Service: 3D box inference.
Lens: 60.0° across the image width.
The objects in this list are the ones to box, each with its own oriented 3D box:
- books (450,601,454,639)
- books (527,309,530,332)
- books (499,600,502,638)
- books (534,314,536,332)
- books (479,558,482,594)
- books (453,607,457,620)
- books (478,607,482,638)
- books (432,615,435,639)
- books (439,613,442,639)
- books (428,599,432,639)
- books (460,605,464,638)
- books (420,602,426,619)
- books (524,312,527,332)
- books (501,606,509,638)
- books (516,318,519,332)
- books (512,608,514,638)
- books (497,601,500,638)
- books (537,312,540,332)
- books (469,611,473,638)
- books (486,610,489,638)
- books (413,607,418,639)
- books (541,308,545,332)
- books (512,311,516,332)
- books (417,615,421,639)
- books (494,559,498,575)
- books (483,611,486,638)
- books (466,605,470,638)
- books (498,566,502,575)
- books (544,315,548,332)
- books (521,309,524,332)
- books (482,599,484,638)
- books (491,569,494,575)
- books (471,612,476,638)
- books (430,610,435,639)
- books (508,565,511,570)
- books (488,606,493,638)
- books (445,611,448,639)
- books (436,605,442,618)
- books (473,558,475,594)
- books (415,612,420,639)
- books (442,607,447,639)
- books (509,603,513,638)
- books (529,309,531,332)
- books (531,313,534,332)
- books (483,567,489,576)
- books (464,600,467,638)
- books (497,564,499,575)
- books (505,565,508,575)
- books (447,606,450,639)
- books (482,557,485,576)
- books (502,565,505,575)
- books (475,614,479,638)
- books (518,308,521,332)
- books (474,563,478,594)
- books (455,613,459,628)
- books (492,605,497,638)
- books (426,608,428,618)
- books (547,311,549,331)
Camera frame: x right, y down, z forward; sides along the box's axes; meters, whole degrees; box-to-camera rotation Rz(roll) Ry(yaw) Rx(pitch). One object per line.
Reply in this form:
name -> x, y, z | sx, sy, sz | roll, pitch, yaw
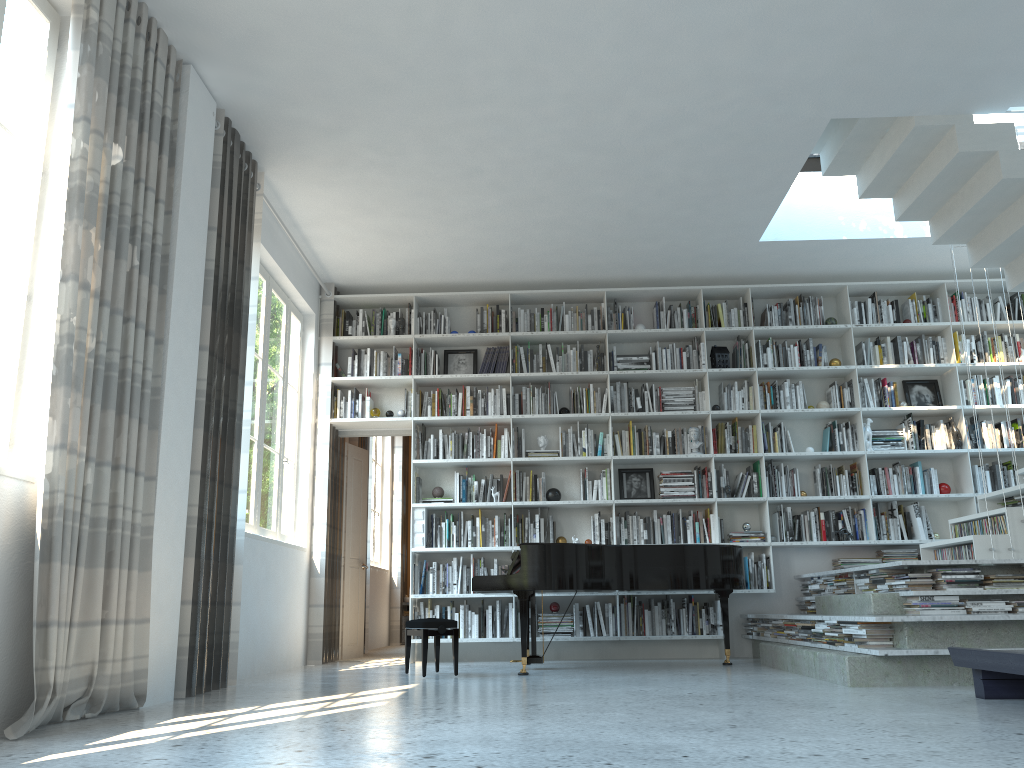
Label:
books -> -0.494, 1.946, 7.330 | 0.013, 0.299, 0.184 | -1, -14, 2
books -> 0.146, -0.521, 7.919 | 0.023, 0.250, 0.171 | -1, -14, 2
books -> -0.095, 1.935, 7.317 | 0.012, 0.303, 0.166 | -1, -14, 2
books -> 0.207, -0.502, 7.909 | 0.014, 0.207, 0.167 | -1, -14, 2
books -> -0.258, 1.610, 7.417 | 0.022, 0.290, 0.138 | -1, -14, 2
books -> -0.475, 1.977, 7.344 | 0.022, 0.246, 0.135 | -1, -14, 2
books -> -0.259, 1.967, 7.309 | 0.023, 0.243, 0.188 | -1, -14, 2
books -> -0.639, 2.008, 7.333 | 0.022, 0.185, 0.145 | -1, -14, 2
books -> -0.581, 1.998, 7.337 | 0.022, 0.205, 0.159 | -1, -14, 2
books -> -0.678, 1.944, 7.349 | 0.011, 0.317, 0.158 | -1, -14, 2
books -> -0.405, 1.961, 7.324 | 0.031, 0.265, 0.187 | -1, -14, 2
books -> -0.729, 1.957, 7.343 | 0.044, 0.293, 0.181 | -1, -14, 2
books -> 0.123, -0.506, 7.913 | 0.023, 0.219, 0.182 | -1, -14, 2
books -> -0.055, 1.963, 7.332 | 0.065, 0.255, 0.156 | -1, -14, 2
books -> 0.048, -0.483, 7.924 | 0.024, 0.182, 0.133 | -1, -14, 2
books -> 0.012, 1.963, 7.288 | 0.017, 0.232, 0.213 | -1, -14, 2
books -> -0.111, 1.940, 7.319 | 0.021, 0.295, 0.188 | -1, -14, 2
books -> 0.237, -0.509, 7.938 | 0.025, 0.234, 0.130 | -1, -14, 2
books -> -0.340, 1.983, 7.316 | 0.021, 0.217, 0.191 | -1, -14, 2
books -> -0.199, 1.979, 7.322 | 0.022, 0.224, 0.141 | -1, -14, 2
books -> -0.802, 1.980, 7.352 | 0.012, 0.253, 0.161 | -1, -14, 2
books -> 0.275, -0.528, 7.932 | 0.028, 0.267, 0.152 | -1, -14, 2
books -> 0.020, -0.513, 7.917 | 0.029, 0.237, 0.156 | -1, -14, 2
books -> -0.759, 2.004, 7.317 | 0.029, 0.190, 0.177 | -1, -14, 2
books -> -0.133, 1.610, 7.419 | 0.025, 0.287, 0.131 | -1, -14, 2
books -> -0.221, 1.988, 7.333 | 0.024, 0.213, 0.137 | -1, -14, 2
books -> -0.363, 1.960, 7.323 | 0.025, 0.265, 0.160 | -1, -14, 2
books -> -0.094, 1.641, 7.419 | 0.030, 0.226, 0.140 | -1, -14, 2
books -> 0.304, -0.499, 7.915 | 0.030, 0.201, 0.152 | -1, -14, 2
books -> 0.096, -0.521, 7.922 | 0.031, 0.254, 0.146 | -1, -14, 2
books -> -0.240, 1.942, 7.346 | 0.013, 0.309, 0.131 | -1, -14, 2
books -> -0.159, 1.654, 7.418 | 0.030, 0.202, 0.142 | -1, -14, 2
books -> -0.315, 1.988, 7.313 | 0.028, 0.205, 0.171 | -1, -14, 2
books -> -0.661, 1.987, 7.332 | 0.022, 0.225, 0.155 | -1, -14, 2
books -> -0.015, 1.634, 7.402 | 0.030, 0.230, 0.151 | -1, -14, 2
books -> -0.174, 1.963, 7.323 | 0.027, 0.255, 0.179 | -1, -14, 2
books -> -0.537, 1.988, 7.331 | 0.022, 0.220, 0.163 | -1, -14, 2
books -> -0.604, 1.965, 7.329 | 0.023, 0.265, 0.177 | -1, -14, 2
books -> -0.317, 1.607, 7.410 | 0.012, 0.294, 0.177 | -1, -14, 2
books -> -0.784, 1.998, 7.347 | 0.023, 0.215, 0.159 | -1, -14, 2
books -> -0.559, 1.976, 7.345 | 0.022, 0.251, 0.140 | -1, -14, 2
books -> -0.009, 1.953, 7.335 | 0.027, 0.275, 0.144 | -1, -14, 2
books -> 0.164, -0.522, 7.914 | 0.012, 0.249, 0.174 | -1, -14, 2
books -> 0.184, -0.505, 7.897 | 0.029, 0.207, 0.179 | -1, -14, 2
books -> -0.204, 1.644, 7.404 | 0.059, 0.215, 0.178 | -1, -14, 2
books -> -0.383, 1.947, 7.346 | 0.014, 0.303, 0.140 | -1, -14, 2
books -> -0.115, 1.626, 7.387 | 0.011, 0.239, 0.175 | -1, -14, 2
books -> -0.043, 1.634, 7.413 | 0.026, 0.235, 0.141 | -1, -14, 2
books -> -0.513, 1.972, 7.340 | 0.027, 0.256, 0.160 | -1, -14, 2
books -> -0.241, 1.603, 7.412 | 0.013, 0.300, 0.173 | -1, -14, 2
books -> -0.068, 1.629, 7.377 | 0.023, 0.227, 0.190 | -1, -14, 2
books -> -0.285, 1.994, 7.303 | 0.031, 0.187, 0.190 | -1, -14, 2
books -> 0.070, -0.527, 7.944 | 0.021, 0.278, 0.141 | -1, -14, 2
books -> -0.296, 1.630, 7.423 | 0.029, 0.254, 0.153 | -1, -14, 2
books -> -0.449, 1.992, 7.313 | 0.030, 0.201, 0.168 | -1, -14, 2
books -> -0.140, 1.964, 7.345 | 0.040, 0.263, 0.138 | -1, -14, 2
books -> -0.695, 1.980, 7.343 | 0.024, 0.246, 0.143 | -1, -14, 2
books -> 0.326, -0.516, 7.915 | 0.013, 0.234, 0.155 | -1, -14, 2
